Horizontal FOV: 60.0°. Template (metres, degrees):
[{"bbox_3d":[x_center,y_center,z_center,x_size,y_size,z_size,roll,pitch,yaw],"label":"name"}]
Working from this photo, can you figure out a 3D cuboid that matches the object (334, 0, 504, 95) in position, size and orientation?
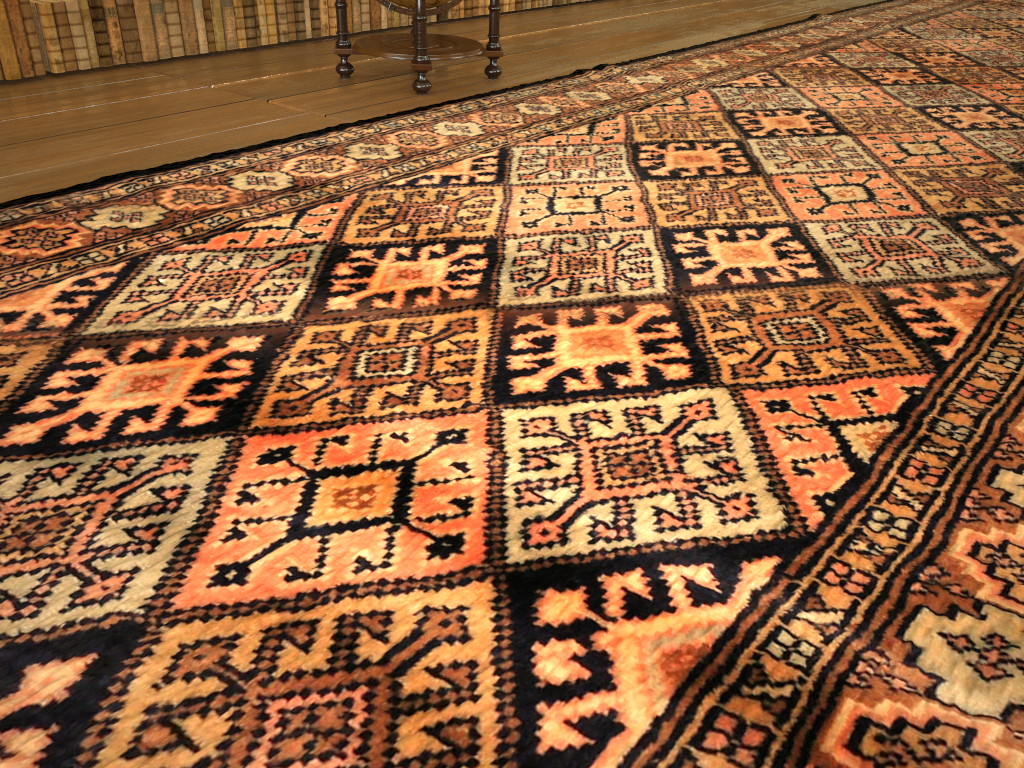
[{"bbox_3d":[-0.669,-2.932,6.308,1.278,1.461,1.268,-6,31,-13],"label":"object"}]

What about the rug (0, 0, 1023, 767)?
[{"bbox_3d":[3.831,-2.613,7.430,4.687,0.065,36.711,23,36,32],"label":"rug"}]
